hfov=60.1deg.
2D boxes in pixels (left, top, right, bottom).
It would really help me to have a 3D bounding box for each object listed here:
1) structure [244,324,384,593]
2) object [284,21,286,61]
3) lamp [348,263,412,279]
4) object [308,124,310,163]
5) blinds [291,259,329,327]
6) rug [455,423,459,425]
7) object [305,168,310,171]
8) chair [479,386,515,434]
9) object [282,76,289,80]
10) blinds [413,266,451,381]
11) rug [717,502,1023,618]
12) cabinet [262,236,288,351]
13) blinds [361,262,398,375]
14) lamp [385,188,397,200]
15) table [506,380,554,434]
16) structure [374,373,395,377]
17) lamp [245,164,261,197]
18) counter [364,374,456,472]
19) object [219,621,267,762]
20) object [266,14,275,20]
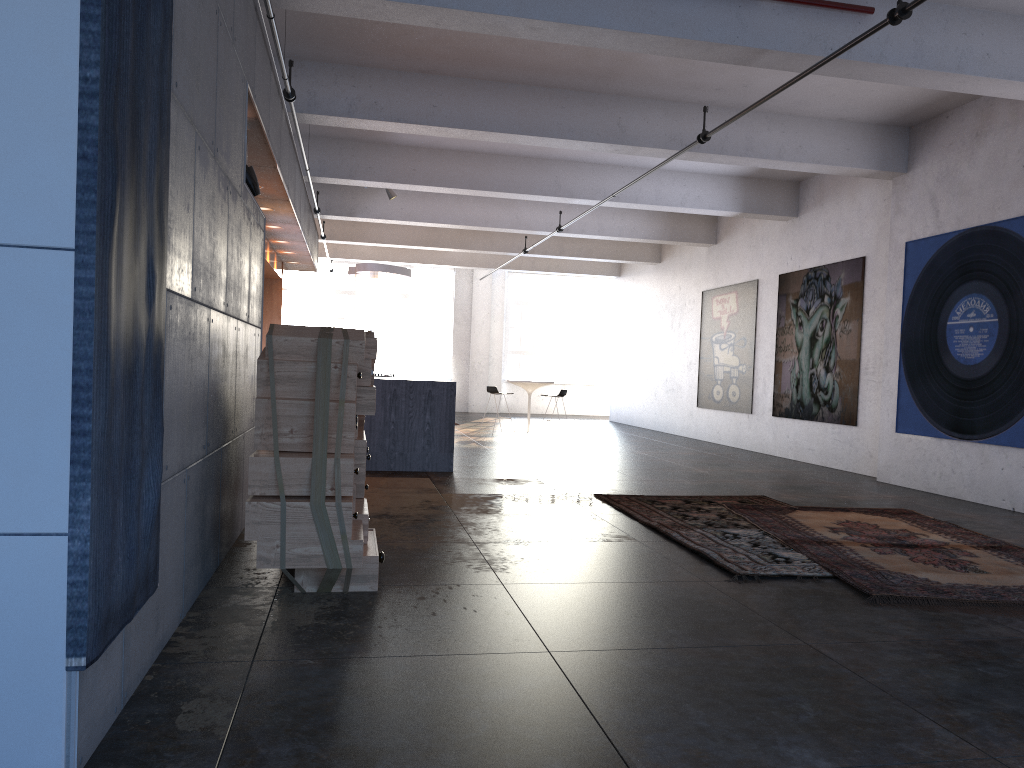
[{"bbox_3d":[-1.024,0.330,4.901,0.643,1.316,1.896,2,1,-10],"label":"structure"},{"bbox_3d":[-3.804,-0.392,11.953,0.058,0.060,0.051,3,2,23],"label":"object"},{"bbox_3d":[-2.345,-1.925,15.095,1.057,0.130,1.028,3,1,35],"label":"lamp"},{"bbox_3d":[-3.760,-0.348,12.044,0.050,0.053,0.065,3,1,27],"label":"object"},{"bbox_3d":[-5.043,-1.545,22.191,1.042,3.677,0.357,2,2,-13],"label":"blinds"},{"bbox_3d":[-2.594,0.736,18.031,2.910,0.029,1.837,2,1,-12],"label":"rug"},{"bbox_3d":[-3.803,-0.346,12.079,0.052,0.053,0.062,2,1,-4],"label":"object"},{"bbox_3d":[-0.246,0.490,15.743,0.515,0.896,0.454,1,2,-34],"label":"chair"},{"bbox_3d":[-3.783,-0.391,12.089,0.064,0.051,0.052,2,1,-19],"label":"object"},{"bbox_3d":[-2.022,-1.452,22.862,1.039,3.753,0.338,2,2,-14],"label":"blinds"},{"bbox_3d":[2.635,1.089,6.012,1.879,0.048,3.515,2,1,-1],"label":"rug"},{"bbox_3d":[-4.370,-0.675,11.118,2.399,2.564,8.032,2,1,-10],"label":"cabinet"},{"bbox_3d":[-3.368,-1.495,22.556,1.047,3.700,0.335,2,2,-15],"label":"blinds"},{"bbox_3d":[-1.864,-2.959,13.551,0.226,0.287,0.129,1,2,-28],"label":"lamp"},{"bbox_3d":[0.316,0.417,16.192,0.835,0.952,0.821,2,1,-11],"label":"table"},{"bbox_3d":[-1.780,-0.102,11.572,0.516,0.072,0.634,2,1,-11],"label":"structure"},{"bbox_3d":[-1.778,-1.331,5.888,0.216,0.259,0.168,1,2,-30],"label":"lamp"},{"bbox_3d":[-1.755,0.377,12.545,1.152,0.972,6.595,2,1,-10],"label":"counter"},{"bbox_3d":[-2.184,1.028,9.406,19.916,0.001,26.954,2,1,-11],"label":"object"},{"bbox_3d":[-3.833,-0.333,12.016,0.061,0.053,0.052,3,2,32],"label":"object"}]
